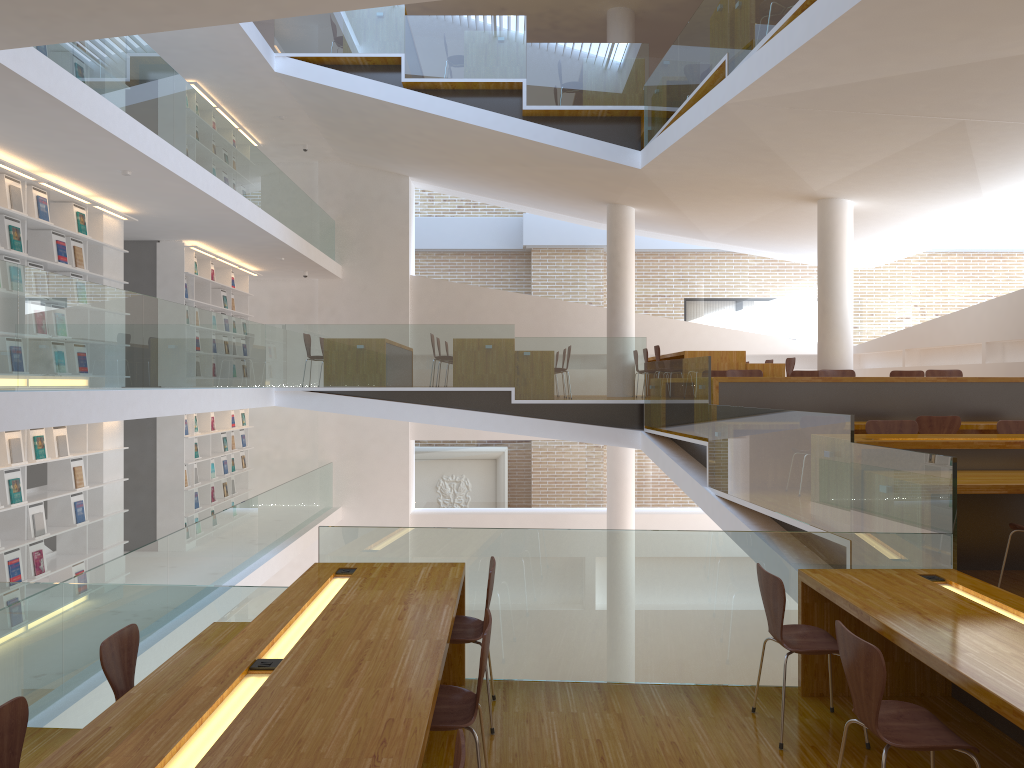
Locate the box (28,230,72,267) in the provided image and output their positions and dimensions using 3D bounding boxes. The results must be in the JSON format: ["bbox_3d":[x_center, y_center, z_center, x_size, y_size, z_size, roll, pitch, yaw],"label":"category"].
[{"bbox_3d":[-4.178,-1.220,8.020,0.274,0.296,0.245,0,0,0],"label":"box"}]

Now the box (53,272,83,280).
[{"bbox_3d":[-4.179,-0.889,8.361,0.274,0.296,0.245,0,0,0],"label":"box"}]

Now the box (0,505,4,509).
[{"bbox_3d":[-4.172,0.836,6.927,0.274,0.296,0.245,0,0,0],"label":"box"}]

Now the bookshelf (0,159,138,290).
[{"bbox_3d":[-4.172,-0.874,7.496,0.498,1.836,3.666,0,0,0],"label":"bookshelf"}]

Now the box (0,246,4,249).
[{"bbox_3d":[-4.172,-1.217,6.928,0.274,0.296,0.245,0,0,0],"label":"box"}]

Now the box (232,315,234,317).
[{"bbox_3d":[-4.266,-0.890,13.223,0.274,0.296,0.245,0,0,0],"label":"box"}]

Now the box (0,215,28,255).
[{"bbox_3d":[-4.174,-1.217,7.273,0.274,0.296,0.245,0,0,0],"label":"box"}]

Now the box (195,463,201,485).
[{"bbox_3d":[-4.258,1.171,11.635,0.274,0.296,0.245,0,0,0],"label":"box"}]

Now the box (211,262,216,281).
[{"bbox_3d":[-4.259,-1.548,12.311,0.274,0.296,0.245,0,0,0],"label":"box"}]

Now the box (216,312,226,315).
[{"bbox_3d":[-4.264,-0.890,12.871,0.274,0.296,0.245,0,0,0],"label":"box"}]

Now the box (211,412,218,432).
[{"bbox_3d":[-4.259,0.513,12.311,0.274,0.296,0.245,0,0,0],"label":"box"}]

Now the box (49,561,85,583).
[{"bbox_3d":[-4.179,1.829,8.386,0.274,0.296,0.245,0,0,0],"label":"box"}]

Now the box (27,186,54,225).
[{"bbox_3d":[-4.176,-1.547,7.697,0.274,0.296,0.245,0,0,0],"label":"box"}]

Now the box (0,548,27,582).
[{"bbox_3d":[-4.174,1.501,7.268,0.274,0.296,0.245,0,0,0],"label":"box"}]

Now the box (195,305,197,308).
[{"bbox_3d":[-4.258,-0.890,11.635,0.274,0.296,0.245,0,0,0],"label":"box"}]

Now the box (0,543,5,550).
[{"bbox_3d":[-4.172,1.165,6.933,0.274,0.296,0.245,0,0,0],"label":"box"}]

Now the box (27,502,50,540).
[{"bbox_3d":[-4.176,1.172,7.637,0.274,0.296,0.245,0,0,0],"label":"box"}]

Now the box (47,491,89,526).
[{"bbox_3d":[-4.179,1.172,8.361,0.274,0.296,0.245,0,0,0],"label":"box"}]

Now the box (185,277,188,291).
[{"bbox_3d":[-4.256,-1.218,11.253,0.274,0.296,0.245,0,0,0],"label":"box"}]

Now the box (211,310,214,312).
[{"bbox_3d":[-4.261,-0.890,12.333,0.274,0.296,0.245,0,0,0],"label":"box"}]

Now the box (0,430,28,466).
[{"bbox_3d":[-4.174,0.514,7.280,0.274,0.296,0.245,0,0,0],"label":"box"}]

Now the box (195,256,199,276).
[{"bbox_3d":[-4.258,-1.546,11.633,0.274,0.296,0.245,0,0,0],"label":"box"}]

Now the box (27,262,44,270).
[{"bbox_3d":[-4.176,-0.889,7.637,0.274,0.296,0.245,0,0,0],"label":"box"}]

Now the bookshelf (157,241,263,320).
[{"bbox_3d":[-4.193,-0.875,12.559,0.498,1.836,2.984,0,0,0],"label":"bookshelf"}]

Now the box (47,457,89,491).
[{"bbox_3d":[-4.179,0.843,8.360,0.274,0.296,0.245,0,0,0],"label":"box"}]

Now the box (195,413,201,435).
[{"bbox_3d":[-4.258,0.515,11.633,0.274,0.296,0.245,0,0,0],"label":"box"}]

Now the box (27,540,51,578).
[{"bbox_3d":[-4.176,1.501,7.643,0.274,0.296,0.245,0,0,0],"label":"box"}]

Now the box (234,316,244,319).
[{"bbox_3d":[-4.268,-0.891,13.759,0.274,0.296,0.245,0,0,0],"label":"box"}]

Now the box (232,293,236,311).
[{"bbox_3d":[-4.266,-1.218,13.233,0.274,0.296,0.245,0,0,0],"label":"box"}]

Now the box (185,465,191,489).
[{"bbox_3d":[-4.256,1.171,11.259,0.274,0.296,0.245,0,0,0],"label":"box"}]

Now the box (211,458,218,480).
[{"bbox_3d":[-4.261,1.171,12.333,0.274,0.296,0.245,0,0,0],"label":"box"}]

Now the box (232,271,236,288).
[{"bbox_3d":[-4.266,-1.546,13.233,0.274,0.296,0.245,0,0,0],"label":"box"}]

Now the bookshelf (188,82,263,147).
[{"bbox_3d":[-4.193,-2.922,12.559,0.498,1.836,2.984,0,0,0],"label":"bookshelf"}]

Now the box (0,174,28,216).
[{"bbox_3d":[-4.174,-1.546,7.280,0.274,0.296,0.245,0,0,0],"label":"box"}]

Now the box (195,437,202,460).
[{"bbox_3d":[-4.258,0.838,11.657,0.274,0.296,0.245,0,0,0],"label":"box"}]

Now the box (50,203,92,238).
[{"bbox_3d":[-4.179,-1.547,8.409,0.274,0.296,0.245,0,0,0],"label":"box"}]

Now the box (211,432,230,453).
[{"bbox_3d":[-4.264,0.843,12.871,0.274,0.296,0.245,0,0,0],"label":"box"}]

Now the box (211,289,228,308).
[{"bbox_3d":[-4.264,-1.218,12.871,0.274,0.296,0.245,0,0,0],"label":"box"}]

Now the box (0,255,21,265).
[{"bbox_3d":[-4.174,-0.889,7.268,0.274,0.296,0.245,0,0,0],"label":"box"}]

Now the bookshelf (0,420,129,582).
[{"bbox_3d":[-4.223,1.187,7.496,0.397,1.836,3.666,0,0,0],"label":"bookshelf"}]

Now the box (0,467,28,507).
[{"bbox_3d":[-4.174,0.843,7.273,0.274,0.296,0.245,0,0,0],"label":"box"}]

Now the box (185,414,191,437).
[{"bbox_3d":[-4.256,0.517,11.261,0.274,0.296,0.245,0,0,0],"label":"box"}]

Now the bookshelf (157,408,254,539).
[{"bbox_3d":[-4.193,1.186,12.559,0.498,1.836,2.984,0,0,0],"label":"bookshelf"}]

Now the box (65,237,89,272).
[{"bbox_3d":[-4.179,-1.217,8.360,0.274,0.296,0.245,0,0,0],"label":"box"}]

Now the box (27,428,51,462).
[{"bbox_3d":[-4.176,0.514,7.652,0.274,0.296,0.245,0,0,0],"label":"box"}]
